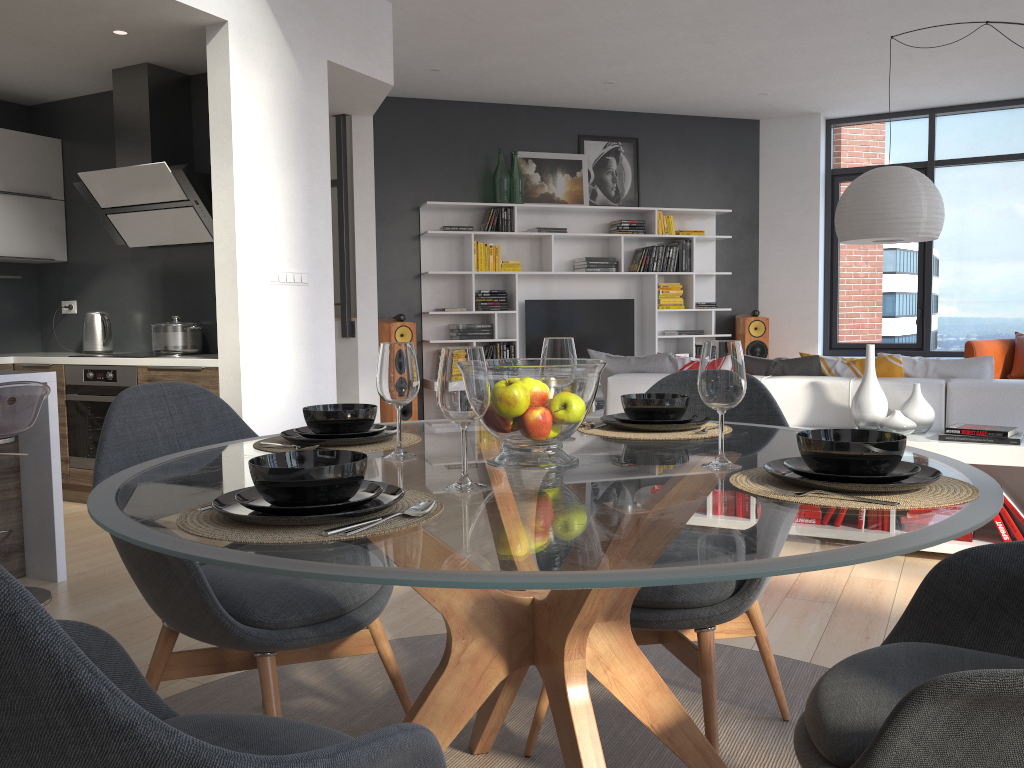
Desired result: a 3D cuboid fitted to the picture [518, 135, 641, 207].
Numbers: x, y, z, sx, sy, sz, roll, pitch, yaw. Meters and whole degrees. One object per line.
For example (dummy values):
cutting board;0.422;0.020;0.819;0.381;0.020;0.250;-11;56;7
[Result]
picture;0.622;-1.996;8.357;1.279;0.707;0.076;-2;4;-18

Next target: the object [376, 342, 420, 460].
object;-0.217;0.031;1.695;0.083;0.220;0.083;-4;5;-34

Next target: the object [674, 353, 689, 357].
object;1.530;-0.208;8.607;0.285;0.174;0.270;-2;4;-18

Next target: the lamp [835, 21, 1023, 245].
lamp;2.865;-0.632;4.134;0.710;2.647;3.199;-3;5;-27

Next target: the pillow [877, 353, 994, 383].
pillow;2.852;-0.004;4.931;2.156;0.456;0.580;-4;5;-37

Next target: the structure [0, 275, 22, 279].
structure;-3.954;-0.598;4.557;0.050;0.045;3.000;1;5;27

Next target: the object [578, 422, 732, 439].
object;0.332;0.104;2.084;0.360;0.002;0.360;-2;5;-20

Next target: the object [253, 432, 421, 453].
object;-0.379;0.125;1.937;0.360;0.002;0.360;-1;4;2

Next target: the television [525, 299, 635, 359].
television;0.647;-0.445;8.371;1.102;0.704;0.207;-2;4;-18

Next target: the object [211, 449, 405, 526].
object;-0.278;0.138;1.219;0.258;0.074;0.258;-5;6;-43

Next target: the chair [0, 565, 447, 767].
chair;-0.399;0.520;1.035;0.655;0.891;0.619;2;5;34

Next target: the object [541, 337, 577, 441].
object;0.102;0.010;1.914;0.083;0.220;0.083;-1;4;-1

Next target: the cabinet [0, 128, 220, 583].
cabinet;-3.231;-0.423;3.411;2.402;2.501;4.694;1;5;27

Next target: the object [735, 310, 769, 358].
object;2.369;-0.194;8.833;0.290;1.088;0.434;-1;4;-3

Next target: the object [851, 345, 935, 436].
object;1.684;0.024;3.955;0.319;0.398;0.316;-4;5;-39

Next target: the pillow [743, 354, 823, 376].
pillow;2.137;0.046;4.417;2.120;0.436;0.608;1;5;23

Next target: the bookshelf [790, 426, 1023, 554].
bookshelf;1.694;0.476;3.921;2.600;0.500;0.356;1;5;27

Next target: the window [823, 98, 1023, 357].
window;4.102;-1.468;8.702;1.960;2.402;0.170;1;5;27

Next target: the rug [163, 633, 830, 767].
rug;0.050;0.909;1.694;2.499;0.010;2.499;-1;4;0

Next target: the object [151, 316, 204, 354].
object;-1.976;-0.292;5.235;0.288;0.223;0.315;-2;5;-21

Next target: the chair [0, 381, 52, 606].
chair;-1.933;0.403;3.251;0.434;0.838;0.475;1;5;25

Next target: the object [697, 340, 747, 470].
object;0.363;0.035;1.537;0.083;0.220;0.083;-2;4;-12

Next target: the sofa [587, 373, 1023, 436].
sofa;2.141;0.247;5.347;3.424;0.732;2.614;1;5;27

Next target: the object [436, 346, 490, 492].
object;-0.075;0.053;1.375;0.083;0.220;0.083;-2;4;-12

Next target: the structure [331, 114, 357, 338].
structure;-2.380;-1.750;8.509;4.190;4.339;2.823;1;5;27

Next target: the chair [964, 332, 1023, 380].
chair;4.401;0.001;7.358;0.843;0.858;0.896;-3;5;-30

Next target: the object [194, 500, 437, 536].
object;-0.265;0.168;1.233;0.309;0.015;0.206;2;5;37

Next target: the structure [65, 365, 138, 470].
structure;-2.169;0.174;5.177;0.587;0.588;0.584;1;5;27

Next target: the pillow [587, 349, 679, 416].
pillow;1.909;0.010;4.897;2.953;0.453;0.647;0;4;15

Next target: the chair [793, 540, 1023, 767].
chair;0.724;0.487;1.274;0.619;0.891;0.655;2;5;29

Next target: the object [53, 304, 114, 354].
object;-2.735;-0.355;5.670;0.590;0.318;0.179;2;5;34

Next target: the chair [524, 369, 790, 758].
chair;0.387;0.424;2.176;0.655;0.891;0.619;2;5;34

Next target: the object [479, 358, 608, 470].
object;0.036;0.051;1.618;0.278;0.184;0.278;2;5;36

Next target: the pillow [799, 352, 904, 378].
pillow;2.562;0.028;4.801;2.095;0.440;0.630;-2;4;-16

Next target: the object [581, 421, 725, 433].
object;0.324;0.096;2.088;0.309;0.015;0.206;2;5;32

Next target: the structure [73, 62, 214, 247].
structure;-2.125;-1.327;5.182;0.898;0.998;0.407;1;5;27

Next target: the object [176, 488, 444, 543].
object;-0.275;0.176;1.235;0.360;0.002;0.360;-1;4;2

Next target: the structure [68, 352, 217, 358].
structure;-2.153;-0.171;5.192;0.600;0.006;0.550;1;5;27

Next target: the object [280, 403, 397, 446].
object;-0.373;0.087;1.929;0.258;0.074;0.258;0;4;8

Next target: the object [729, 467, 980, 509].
object;0.521;0.154;1.373;0.360;0.002;0.360;-2;5;-20

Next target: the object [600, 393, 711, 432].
object;0.337;0.065;2.091;0.258;0.074;0.258;0;4;8

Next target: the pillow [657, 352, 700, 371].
pillow;1.844;0.066;4.561;2.250;0.449;0.575;1;5;25

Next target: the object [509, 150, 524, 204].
object;0.035;-1.871;8.069;0.157;0.507;0.157;-1;4;-4

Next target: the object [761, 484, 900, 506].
object;0.517;0.146;1.385;0.206;0.015;0.309;2;5;32

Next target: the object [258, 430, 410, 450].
object;-0.381;0.117;1.930;0.206;0.015;0.309;2;5;32

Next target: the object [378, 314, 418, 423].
object;-1.034;-0.067;7.758;0.290;1.088;0.434;-4;5;-33

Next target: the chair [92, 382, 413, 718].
chair;-0.595;0.447;2.047;0.619;0.891;0.655;2;5;29

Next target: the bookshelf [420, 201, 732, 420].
bookshelf;0.685;-0.611;8.256;3.000;2.052;0.455;-2;4;-18

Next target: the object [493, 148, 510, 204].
object;-0.096;-1.862;7.968;0.157;0.507;0.157;-1;4;-4

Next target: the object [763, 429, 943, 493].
object;0.524;0.116;1.375;0.258;0.074;0.258;-5;6;-43
